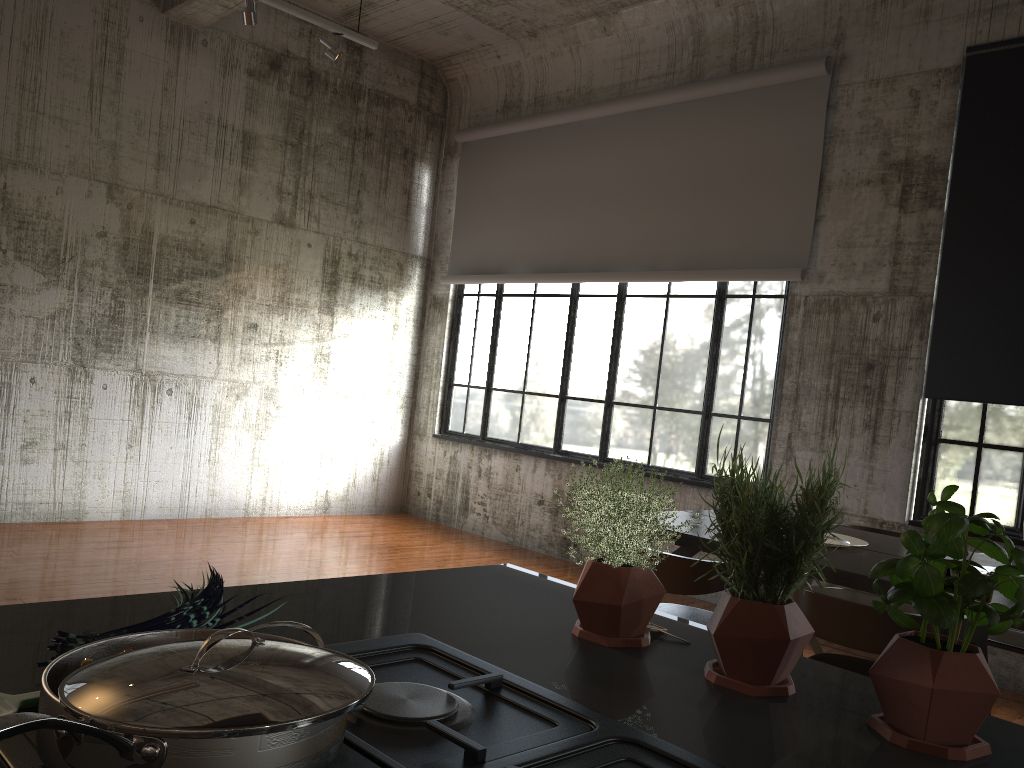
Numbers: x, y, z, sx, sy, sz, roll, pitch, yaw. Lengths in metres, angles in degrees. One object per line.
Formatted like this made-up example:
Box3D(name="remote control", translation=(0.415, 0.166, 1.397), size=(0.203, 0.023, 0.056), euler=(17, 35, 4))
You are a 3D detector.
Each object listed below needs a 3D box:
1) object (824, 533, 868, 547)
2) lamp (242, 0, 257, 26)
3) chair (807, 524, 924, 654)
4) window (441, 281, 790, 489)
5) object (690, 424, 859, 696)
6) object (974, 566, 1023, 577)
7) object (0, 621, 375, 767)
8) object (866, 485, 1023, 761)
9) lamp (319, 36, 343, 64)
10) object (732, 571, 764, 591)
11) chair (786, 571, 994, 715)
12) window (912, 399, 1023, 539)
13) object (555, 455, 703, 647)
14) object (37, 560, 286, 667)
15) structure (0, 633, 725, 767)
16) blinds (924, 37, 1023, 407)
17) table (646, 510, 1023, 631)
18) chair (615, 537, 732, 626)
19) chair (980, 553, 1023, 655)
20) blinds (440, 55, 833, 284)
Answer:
Box3D(name="object", translation=(1.621, 0.822, 4.736), size=(0.527, 0.024, 0.526), euler=(7, 0, -34))
Box3D(name="lamp", translation=(-1.930, -2.741, 6.529), size=(0.102, 0.251, 0.165), euler=(6, 1, 1))
Box3D(name="chair", translation=(2.169, 1.412, 5.420), size=(0.770, 0.994, 0.876), euler=(6, 1, -45))
Box3D(name="window", translation=(0.840, -0.914, 8.780), size=(0.050, 3.438, 4.296), euler=(5, 1, -44))
Box3D(name="object", translation=(0.358, 0.231, 1.235), size=(0.196, 0.368, 0.186), euler=(6, 1, -5))
Box3D(name="object", translation=(2.309, 0.895, 4.032), size=(0.527, 0.024, 0.526), euler=(7, 0, -34))
Box3D(name="object", translation=(-0.261, 0.274, 0.603), size=(0.331, 0.120, 0.728), euler=(6, 0, -9))
Box3D(name="object", translation=(0.528, 0.277, 1.066), size=(0.179, 0.311, 0.172), euler=(5, 1, -39))
Box3D(name="lamp", translation=(-1.435, -2.677, 7.090), size=(0.226, 0.215, 0.102), euler=(6, 1, -3))
Box3D(name="object", translation=(0.411, 0.319, 1.498), size=(0.056, 0.208, 0.056), euler=(5, 2, -44))
Box3D(name="chair", translation=(1.440, 1.322, 3.550), size=(0.770, 0.994, 0.876), euler=(6, 1, -45))
Box3D(name="window", translation=(4.436, -0.531, 5.093), size=(0.050, 3.438, 3.804), euler=(5, 1, -44))
Box3D(name="object", translation=(0.171, 0.253, 1.391), size=(0.221, 0.283, 0.210), euler=(6, 1, -36))
Box3D(name="object", translation=(-0.425, 0.294, 1.144), size=(0.184, 0.068, 0.391), euler=(6, 0, 2))
Box3D(name="structure", translation=(0.007, 0.364, 0.636), size=(0.679, 0.019, 1.094), euler=(7, 0, -44))
Box3D(name="blinds", translation=(3.542, -1.112, 5.943), size=(0.034, 2.536, 1.213), euler=(5, 2, -44))
Box3D(name="table", translation=(2.274, 1.410, 4.102), size=(1.641, 1.007, 3.695), euler=(6, 0, -44))
Box3D(name="chair", translation=(0.814, 1.255, 4.192), size=(0.770, 0.994, 0.876), euler=(6, 1, -44))
Box3D(name="chair", translation=(2.795, 1.479, 4.778), size=(0.770, 0.994, 0.876), euler=(6, 1, -44))
Box3D(name="blinds", translation=(0.852, -1.862, 8.580), size=(0.137, 1.777, 4.457), euler=(5, 1, -44))
